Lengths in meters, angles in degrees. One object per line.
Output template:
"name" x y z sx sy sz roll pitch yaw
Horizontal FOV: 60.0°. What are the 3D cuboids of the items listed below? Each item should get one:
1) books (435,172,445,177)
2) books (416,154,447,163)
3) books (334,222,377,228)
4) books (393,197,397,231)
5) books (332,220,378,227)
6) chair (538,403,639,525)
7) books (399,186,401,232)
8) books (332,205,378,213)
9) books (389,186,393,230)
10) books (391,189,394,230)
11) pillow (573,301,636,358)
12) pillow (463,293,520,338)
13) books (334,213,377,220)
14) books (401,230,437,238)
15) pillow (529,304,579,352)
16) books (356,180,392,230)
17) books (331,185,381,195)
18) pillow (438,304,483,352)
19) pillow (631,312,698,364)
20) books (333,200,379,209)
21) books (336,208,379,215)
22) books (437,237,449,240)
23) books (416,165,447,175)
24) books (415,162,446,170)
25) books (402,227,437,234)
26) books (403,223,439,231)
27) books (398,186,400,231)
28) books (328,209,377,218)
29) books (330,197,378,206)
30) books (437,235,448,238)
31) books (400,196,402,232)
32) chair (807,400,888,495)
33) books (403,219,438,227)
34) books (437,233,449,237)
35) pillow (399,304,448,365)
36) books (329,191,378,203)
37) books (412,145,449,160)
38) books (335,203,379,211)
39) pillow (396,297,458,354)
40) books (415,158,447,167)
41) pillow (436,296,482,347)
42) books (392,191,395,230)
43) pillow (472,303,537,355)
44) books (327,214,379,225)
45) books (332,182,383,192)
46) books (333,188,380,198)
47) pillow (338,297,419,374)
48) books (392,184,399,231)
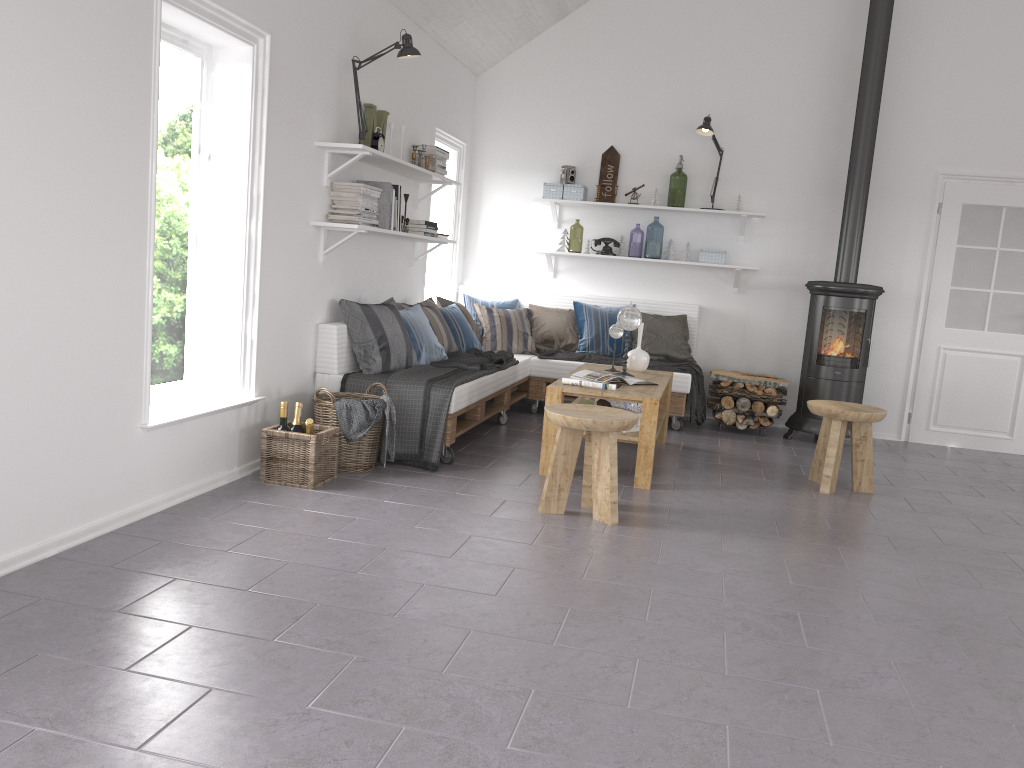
"books" -0.579 -1.437 6.087 0.172 0.032 0.239 6 8 12
"books" -0.558 -1.548 6.079 0.161 0.027 0.223 6 8 12
"books" -0.884 -0.897 5.025 0.161 0.012 0.254 6 8 12
"books" -0.759 -1.015 5.275 0.141 0.203 0.044 6 8 12
"books" -0.883 -0.907 5.007 0.159 0.012 0.285 6 8 12
"chair" 0.343 0.363 4.084 0.431 0.479 0.431 6 8 10
"books" -0.772 -1.063 5.352 0.210 0.274 0.048 6 8 12
"books" -0.885 -0.986 4.999 0.159 0.012 0.285 6 8 12
"books" -0.798 -1.038 5.207 0.193 0.257 0.046 6 8 12
"books" -0.799 -1.034 5.233 0.205 0.243 0.019 6 8 12
"pillow" 0.749 -0.430 7.007 0.526 0.428 0.311 4 8 -9
"pillow" -0.147 -0.505 7.286 0.534 0.437 0.287 3 8 -15
"books" -0.886 -0.947 5.020 0.161 0.013 0.254 6 8 12
"books" -0.638 -1.011 5.994 0.191 0.032 0.258 7 8 14
"pillow" 0.351 -0.423 7.110 0.521 0.381 0.366 6 8 9
"books" -0.811 -1.040 5.160 0.200 0.271 0.050 6 8 12
"books" -0.874 -1.093 4.989 0.182 0.016 0.288 6 8 12
"pillow" -0.424 -0.369 6.420 0.341 0.408 0.523 9 9 28
"pillow" 1.166 -0.362 6.935 0.519 0.395 0.334 3 8 -10
"books" -0.881 -1.015 5.013 0.167 0.017 0.263 6 8 12
"books" -0.873 -0.975 5.020 0.161 0.013 0.256 6 8 12
"books" -0.574 -1.032 6.259 0.187 0.014 0.253 6 8 12
"books" -0.563 -1.469 6.093 0.172 0.032 0.239 6 8 12
"books" -0.562 -1.497 6.095 0.152 0.024 0.238 6 8 12
"books" -0.631 -1.037 5.981 0.191 0.023 0.242 6 8 10
"books" -0.635 -1.061 5.988 0.212 0.023 0.258 6 8 12
"books" -0.776 -1.059 5.330 0.200 0.272 0.054 6 8 12
"books" -0.903 -0.961 5.004 0.182 0.016 0.288 6 8 12
"books" -0.895 -1.032 5.005 0.182 0.016 0.288 6 8 12
"books" -0.574 -1.045 6.253 0.187 0.014 0.248 6 8 10
"books" -0.756 -1.037 5.378 0.171 0.219 0.047 6 8 12
"chair" 1.875 0.362 5.051 0.431 0.479 0.431 6 8 9
"books" -0.632 -1.085 5.975 0.190 0.028 0.239 7 8 14
"books" -0.579 -1.059 6.255 0.202 0.012 0.251 7 8 13
"pillow" -0.635 -0.293 5.628 0.331 0.401 0.525 9 9 31
"books" -0.894 -1.053 4.998 0.180 0.028 0.296 6 8 12
"books" -0.556 -1.589 6.085 0.176 0.053 0.290 6 8 12
"books" -0.876 -0.998 5.007 0.161 0.012 0.254 6 8 12
"pillow" -0.578 -0.359 6.001 0.316 0.438 0.546 8 8 24
"books" -0.560 -1.525 6.109 0.161 0.026 0.223 6 8 12
"pillow" -0.398 -0.452 6.830 0.334 0.438 0.545 7 8 17
"books" -0.796 -1.032 5.250 0.200 0.236 0.031 6 8 12
"pillow" -0.045 -0.421 7.018 0.516 0.392 0.358 2 8 -19
"books" -0.893 -0.926 4.996 0.176 0.025 0.331 6 8 12
"books" -0.864 -1.107 4.979 0.182 0.016 0.288 6 8 12
"books" -0.876 -1.075 4.993 0.174 0.021 0.273 6 8 12
"pillow" -0.776 -0.280 5.197 0.301 0.444 0.534 9 9 28
"books" -0.777 -1.058 5.311 0.200 0.274 0.038 6 8 12
